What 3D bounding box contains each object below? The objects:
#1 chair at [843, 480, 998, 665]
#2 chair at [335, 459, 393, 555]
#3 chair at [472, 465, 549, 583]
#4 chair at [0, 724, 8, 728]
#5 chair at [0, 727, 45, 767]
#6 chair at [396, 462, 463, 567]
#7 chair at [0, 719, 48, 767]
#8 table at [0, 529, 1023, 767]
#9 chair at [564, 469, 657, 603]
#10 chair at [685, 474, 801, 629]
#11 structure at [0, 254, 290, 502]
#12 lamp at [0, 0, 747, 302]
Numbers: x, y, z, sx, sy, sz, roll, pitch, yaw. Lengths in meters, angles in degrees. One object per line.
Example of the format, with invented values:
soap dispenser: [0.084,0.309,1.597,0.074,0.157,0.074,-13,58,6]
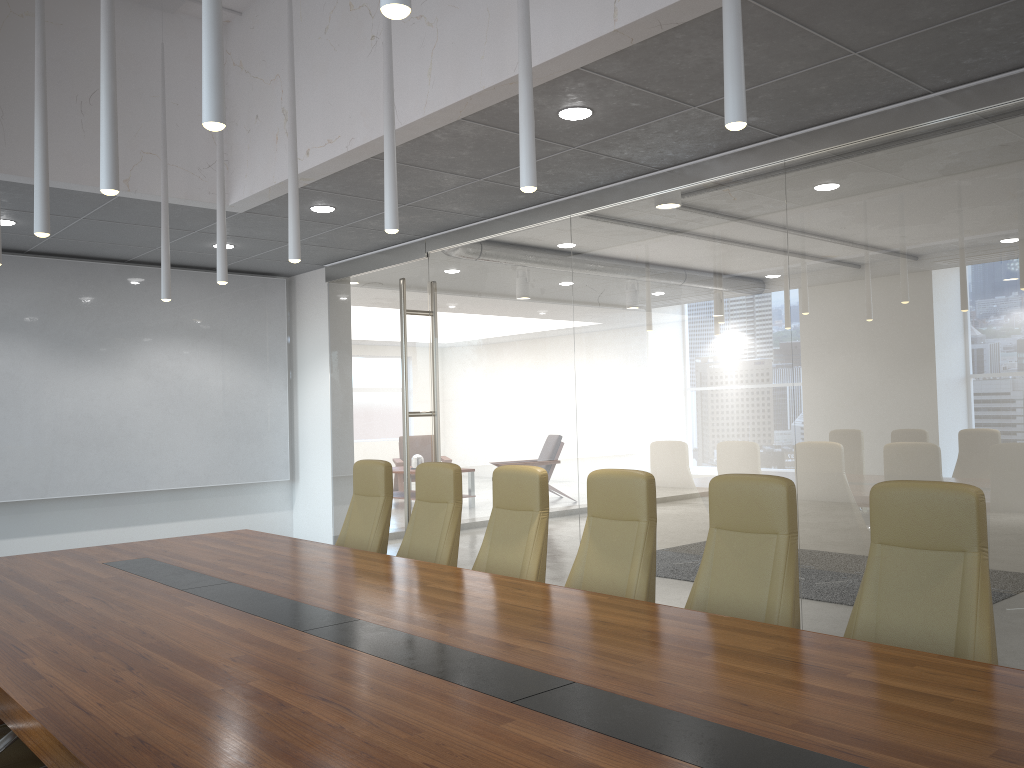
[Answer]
chair: [1.324,1.084,3.191,0.955,1.406,0.711,0,-3,-42]
chair: [-1.330,1.254,6.179,0.955,1.406,0.711,0,-3,-42]
chair: [-0.263,1.186,4.977,0.955,1.406,0.711,0,-3,-42]
chair: [-2.740,1.216,3.846,0.955,1.406,0.711,0,-3,-42]
chair: [-2.225,1.182,3.267,0.955,1.406,0.711,0,-3,-42]
chair: [-0.799,1.220,5.582,0.955,1.406,0.711,0,-3,-42]
chair: [-1.685,1.148,2.658,0.955,1.406,0.711,0,-3,-42]
table: [-0.702,1.404,3.503,2.300,0.895,6.500,0,-3,-42]
chair: [0.265,1.152,4.383,0.955,1.406,0.711,0,-3,-42]
chair: [0.796,1.118,3.786,0.955,1.406,0.711,0,-3,-42]
structure: [-0.711,-0.355,3.600,6.600,2.466,13.989,0,-3,-42]
lamp: [-0.793,-1.954,3.614,2.619,2.378,7.258,0,-3,-42]
